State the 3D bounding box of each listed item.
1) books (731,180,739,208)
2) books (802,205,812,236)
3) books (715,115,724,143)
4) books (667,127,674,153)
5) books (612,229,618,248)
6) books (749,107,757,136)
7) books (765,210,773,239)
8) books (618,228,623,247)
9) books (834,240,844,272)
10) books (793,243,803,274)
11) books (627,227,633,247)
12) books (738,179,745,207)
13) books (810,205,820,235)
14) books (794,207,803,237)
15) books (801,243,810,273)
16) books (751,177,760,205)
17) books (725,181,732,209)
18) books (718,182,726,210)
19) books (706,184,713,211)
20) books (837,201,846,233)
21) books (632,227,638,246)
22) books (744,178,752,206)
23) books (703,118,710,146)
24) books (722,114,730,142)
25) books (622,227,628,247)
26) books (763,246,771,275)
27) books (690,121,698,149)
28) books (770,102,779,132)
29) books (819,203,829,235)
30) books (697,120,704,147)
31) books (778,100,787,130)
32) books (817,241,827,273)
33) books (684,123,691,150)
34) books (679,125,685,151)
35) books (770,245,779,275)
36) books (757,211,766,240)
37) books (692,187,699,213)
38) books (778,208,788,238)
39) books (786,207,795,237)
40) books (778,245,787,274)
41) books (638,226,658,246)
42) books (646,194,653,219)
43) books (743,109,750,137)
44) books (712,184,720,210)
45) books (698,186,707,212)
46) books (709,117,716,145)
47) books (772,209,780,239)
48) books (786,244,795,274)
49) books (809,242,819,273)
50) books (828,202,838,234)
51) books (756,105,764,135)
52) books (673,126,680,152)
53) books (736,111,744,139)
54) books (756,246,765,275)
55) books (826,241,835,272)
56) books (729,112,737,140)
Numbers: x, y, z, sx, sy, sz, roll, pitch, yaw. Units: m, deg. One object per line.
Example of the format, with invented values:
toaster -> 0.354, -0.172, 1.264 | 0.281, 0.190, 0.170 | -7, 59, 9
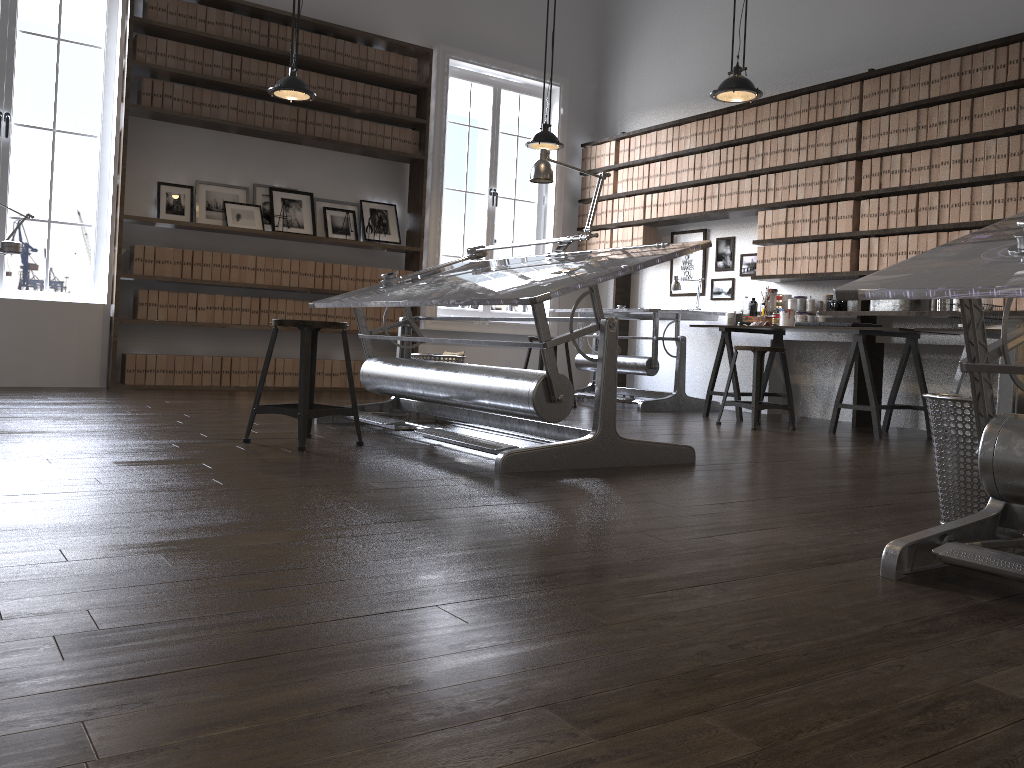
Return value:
books -> 1.836, -1.499, 7.064 | 0.174, 0.226, 0.067 | 2, 0, -34
books -> 2.211, -1.183, 6.494 | 0.174, 0.226, 0.067 | 2, 0, -34
books -> 1.747, -2.064, 7.238 | 0.174, 0.226, 0.067 | 2, 0, -34
books -> 1.434, -2.101, 7.699 | 0.174, 0.226, 0.067 | 2, 0, -34
books -> 1.022, -1.323, 8.243 | 0.174, 0.226, 0.067 | 2, 0, -34
books -> 1.946, -2.040, 6.944 | 0.174, 0.226, 0.067 | 2, 0, -34
books -> 2.021, -1.206, 6.775 | 0.174, 0.225, 0.067 | 2, 0, -34
books -> 1.065, -1.318, 8.184 | 0.174, 0.225, 0.067 | 2, 0, -34
books -> 2.359, -0.894, 6.262 | 0.174, 0.225, 0.067 | 2, 0, -34
books -> 2.167, -0.917, 6.546 | 0.174, 0.226, 0.067 | 2, 0, -34
books -> 1.135, -1.309, 8.075 | 0.174, 0.226, 0.067 | 2, 0, -34
books -> 1.877, -1.494, 7.011 | 0.174, 0.225, 0.067 | 2, 0, -34
books -> 2.254, -1.179, 6.437 | 0.174, 0.226, 0.067 | 2, 0, -34
books -> 2.174, -1.188, 6.554 | 0.174, 0.226, 0.067 | 2, 0, -34
books -> 2.203, -0.912, 6.486 | 0.174, 0.226, 0.067 | 2, 0, -34
books -> 1.950, -1.485, 6.897 | 0.174, 0.226, 0.067 | 2, 0, -34
books -> 1.803, -1.503, 7.123 | 0.174, 0.226, 0.067 | 2, 0, -34
books -> 1.763, -1.508, 7.182 | 0.174, 0.226, 0.067 | 2, 0, -34
books -> 1.684, -1.517, 7.299 | 0.174, 0.226, 0.067 | 2, 0, -34
books -> 2.379, -1.164, 6.250 | 0.174, 0.225, 0.067 | 2, 0, -34
books -> 1.180, -1.305, 8.021 | 0.174, 0.226, 0.067 | 2, 0, -34
books -> 1.911, -1.490, 6.958 | 0.174, 0.225, 0.067 | 2, 0, -34
books -> 1.671, -2.073, 7.355 | 0.174, 0.225, 0.067 | 2, 0, -34
books -> 1.794, -2.059, 7.179 | 0.174, 0.226, 0.067 | 2, 0, -34
books -> 1.101, -1.314, 8.133 | 0.174, 0.225, 0.067 | 2, 0, -34
books -> 2.011, -0.935, 6.773 | 0.174, 0.225, 0.067 | 2, 0, -34
books -> 1.592, -2.082, 7.465 | 0.174, 0.226, 0.067 | 2, 0, -34
books -> 2.060, -2.027, 6.777 | 0.174, 0.226, 0.067 | 2, 0, -34
books -> 2.292, -1.174, 6.372 | 0.174, 0.226, 0.067 | 2, 0, -34
books -> 1.632, -2.077, 7.405 | 0.174, 0.226, 0.067 | 2, 0, -34
books -> 2.103, -2.023, 6.721 | 0.174, 0.226, 0.067 | 2, 0, -34
books -> 2.281, -0.903, 6.365 | 0.174, 0.226, 0.067 | 2, 0, -34
books -> 1.554, -2.087, 7.527 | 0.174, 0.226, 0.067 | 2, 0, -34
books -> 1.518, -2.091, 7.587 | 0.174, 0.226, 0.067 | 2, 0, -34
books -> 2.045, -0.931, 6.720 | 0.174, 0.225, 0.067 | 2, 0, -34
books -> 1.979, -1.210, 6.833 | 0.174, 0.226, 0.067 | 2, 0, -34
books -> 1.600, -1.527, 7.423 | 0.174, 0.225, 0.067 | 2, 0, -34
books -> 2.092, -1.197, 6.666 | 0.174, 0.226, 0.067 | 2, 0, -34
books -> 2.134, -1.193, 6.613 | 0.174, 0.226, 0.067 | 2, 0, -34
books -> 2.084, -0.926, 6.659 | 0.174, 0.226, 0.067 | 2, 0, -34
books -> 1.218, -1.300, 7.963 | 0.174, 0.226, 0.067 | 2, 0, -34
books -> 1.280, -1.564, 7.888 | 0.174, 0.225, 0.067 | 2, 0, -34
books -> 1.913, -2.045, 7.003 | 0.174, 0.226, 0.067 | 2, 0, -34
books -> 1.720, -1.512, 7.238 | 0.174, 0.226, 0.067 | 2, 0, -34
books -> 1.637, -1.522, 7.358 | 0.174, 0.226, 0.067 | 2, 0, -34
books -> 1.710, -2.069, 7.302 | 0.174, 0.225, 0.067 | 2, 0, -34
books -> 2.058, -1.202, 6.723 | 0.174, 0.225, 0.067 | 2, 0, -34
books -> 2.126, -0.922, 6.603 | 0.174, 0.226, 0.067 | 2, 0, -34
books -> 2.241, -0.908, 6.424 | 0.174, 0.226, 0.067 | 2, 0, -34
books -> 2.338, -1.169, 6.314 | 0.174, 0.225, 0.067 | 2, 0, -34
books -> 1.987, -2.036, 6.891 | 0.174, 0.225, 0.067 | 2, 0, -34
books -> 1.477, -2.096, 7.643 | 0.174, 0.226, 0.067 | 2, 0, -34
books -> 1.873, -2.050, 7.061 | 0.174, 0.226, 0.067 | 2, 0, -34
books -> 1.969, -0.939, 6.825 | 0.174, 0.226, 0.067 | 2, 0, -34
books -> 2.321, -0.899, 6.315 | 0.174, 0.225, 0.067 | 2, 0, -34
books -> 1.830, -2.054, 7.118 | 0.174, 0.226, 0.067 | 2, 0, -34
